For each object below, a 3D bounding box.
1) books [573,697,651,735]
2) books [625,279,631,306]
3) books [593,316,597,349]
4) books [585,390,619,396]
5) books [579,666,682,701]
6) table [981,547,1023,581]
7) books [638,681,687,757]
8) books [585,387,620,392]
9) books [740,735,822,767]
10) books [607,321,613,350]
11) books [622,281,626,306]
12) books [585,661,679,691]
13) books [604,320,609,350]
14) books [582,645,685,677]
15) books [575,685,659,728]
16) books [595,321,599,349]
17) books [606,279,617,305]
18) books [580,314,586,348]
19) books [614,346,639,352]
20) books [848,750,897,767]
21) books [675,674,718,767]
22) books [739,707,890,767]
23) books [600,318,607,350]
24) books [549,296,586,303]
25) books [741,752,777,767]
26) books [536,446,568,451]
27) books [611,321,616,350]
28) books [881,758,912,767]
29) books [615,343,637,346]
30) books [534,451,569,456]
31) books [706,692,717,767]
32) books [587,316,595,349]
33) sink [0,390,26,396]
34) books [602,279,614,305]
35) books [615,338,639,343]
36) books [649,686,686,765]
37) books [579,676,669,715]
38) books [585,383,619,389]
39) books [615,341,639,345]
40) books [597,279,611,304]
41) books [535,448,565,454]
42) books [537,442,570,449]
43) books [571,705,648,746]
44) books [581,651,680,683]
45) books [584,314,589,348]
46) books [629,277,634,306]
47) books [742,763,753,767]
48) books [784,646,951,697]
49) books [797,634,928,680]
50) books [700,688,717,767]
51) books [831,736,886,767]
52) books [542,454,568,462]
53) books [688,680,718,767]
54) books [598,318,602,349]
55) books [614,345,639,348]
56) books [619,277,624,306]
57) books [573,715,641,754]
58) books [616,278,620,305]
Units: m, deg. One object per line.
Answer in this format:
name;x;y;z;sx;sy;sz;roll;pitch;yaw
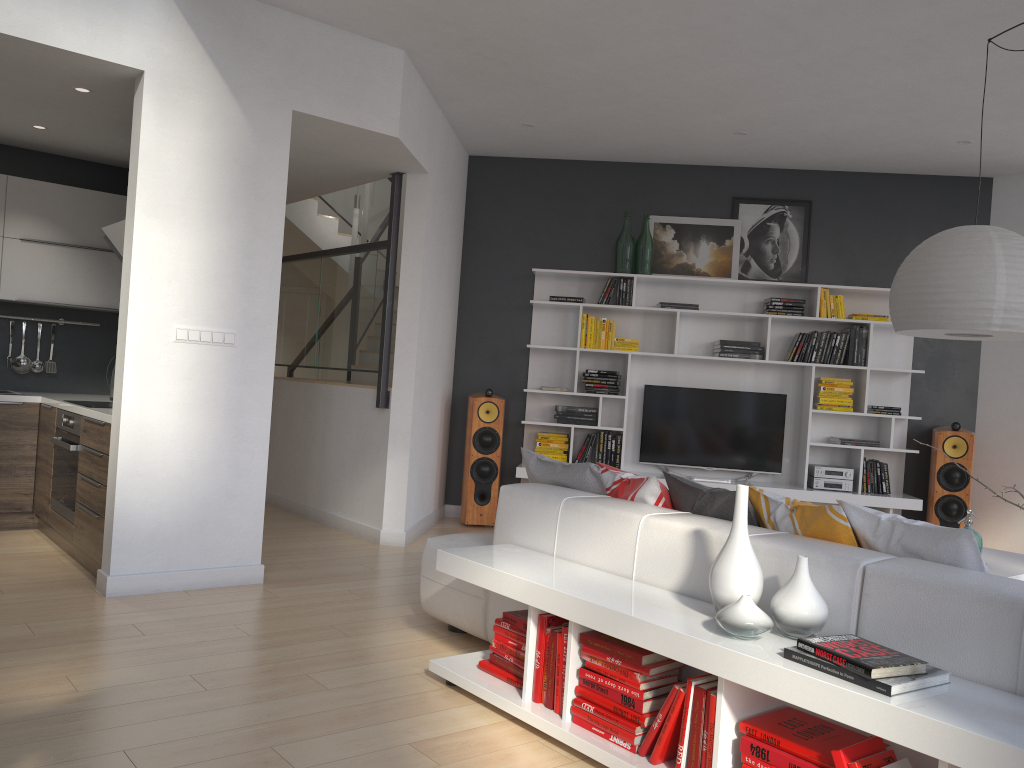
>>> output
books;0.351;1.022;2.777;0.187;0.026;0.266;4;0;-39
books;0.916;-0.713;7.021;0.038;0.218;0.169;4;0;6
books;0.661;-0.402;7.062;0.015;0.263;0.199;4;0;6
books;0.713;0.069;7.033;0.263;0.026;0.189;4;0;5
books;0.371;0.927;2.793;0.191;0.027;0.261;4;0;-43
table;2.024;1.056;4.486;1.091;0.435;1.091;4;0;-39
books;0.491;0.978;2.617;0.188;0.247;0.144;4;0;-38
books;0.716;0.044;7.034;0.270;0.025;0.189;4;0;5
books;0.774;0.969;2.314;0.206;0.039;0.279;4;0;-40
books;0.778;-0.381;7.043;0.024;0.234;0.172;4;0;6
books;0.886;-0.707;7.024;0.021;0.200;0.147;4;0;6
books;0.375;0.902;2.783;0.178;0.023;0.236;4;0;-39
books;0.755;-0.385;7.049;0.023;0.239;0.169;4;0;6
books;0.380;0.854;2.784;0.187;0.026;0.266;4;0;-44
books;0.384;0.997;2.796;0.227;0.032;0.301;4;0;-39
books;0.676;-0.383;7.039;0.024;0.229;0.156;4;0;6
books;0.790;-0.719;7.033;0.074;0.212;0.154;4;0;5
books;0.568;-0.413;7.056;0.029;0.270;0.204;4;0;6
books;0.904;-0.272;7.018;0.190;0.033;0.147;4;0;6
books;0.901;1.017;2.105;0.171;0.232;0.148;4;0;-37
books;0.552;0.968;2.531;0.199;0.282;0.046;4;0;-39
books;0.792;0.934;2.335;0.227;0.032;0.301;4;0;-39
books;0.726;-0.393;7.050;0.035;0.250;0.185;4;0;6
books;0.444;-0.661;7.062;0.268;0.046;0.208;4;0;10
books;0.761;1.001;2.302;0.191;0.027;0.261;4;0;-35
books;0.323;0.513;7.117;0.251;0.019;0.180;4;0;6
books;0.805;-0.379;7.044;0.024;0.234;0.172;4;0;6
books;0.935;1.025;2.062;0.188;0.223;0.186;4;0;-38
books;0.900;-0.308;7.003;0.169;0.018;0.113;4;0;8
books;0.318;0.552;7.120;0.263;0.015;0.198;4;0;9
books;0.605;0.977;2.451;0.181;0.269;0.028;4;0;-39
books;0.630;-0.402;7.063;0.044;0.255;0.198;4;0;6
sink;-3.466;0.012;5.594;0.626;0.518;0.512;4;0;-39
books;0.763;-0.721;7.048;0.087;0.214;0.171;4;0;7
books;0.908;-0.344;7.030;0.186;0.026;0.138;4;0;6
books;0.512;0.980;2.580;0.192;0.245;0.115;4;0;-39
books;0.383;0.961;2.802;0.206;0.039;0.279;4;0;-38
books;0.713;0.016;7.053;0.266;0.030;0.209;4;0;5
books;0.909;-0.323;7.017;0.187;0.014;0.134;4;0;6
books;0.731;-0.724;7.046;0.096;0.213;0.166;4;0;5
books;0.307;0.533;7.100;0.228;0.024;0.152;4;0;10
books;0.336;0.487;7.113;0.250;0.035;0.185;4;0;9
books;0.348;1.049;2.773;0.188;0.030;0.282;4;0;-37
books;0.372;0.879;2.803;0.182;0.025;0.257;4;0;-39
books;0.596;-0.411;7.062;0.025;0.270;0.213;4;0;6
books;0.944;-0.718;7.011;0.019;0.230;0.174;4;0;6
books;0.750;1.025;2.307;0.178;0.023;0.236;4;0;-39
books;0.875;0.696;2.197;0.245;0.026;0.300;4;0;-34
books;0.857;0.668;2.182;0.188;0.027;0.238;4;0;-25
books;0.600;0.979;2.482;0.188;0.266;0.028;4;0;-39
books;0.877;1.006;2.146;0.192;0.248;0.134;4;0;-39
books;0.317;0.582;7.105;0.255;0.044;0.198;4;0;6
books;0.588;0.975;2.511;0.215;0.270;0.038;4;0;-39
books;0.699;-0.395;7.055;0.019;0.251;0.180;4;0;6
books;0.906;-0.294;7.022;0.196;0.011;0.148;4;0;6
books;0.864;-0.723;7.031;0.025;0.232;0.176;4;0;6
books;0.357;1.079;2.786;0.200;0.029;0.274;4;0;-39
books;0.838;-0.718;7.029;0.021;0.221;0.156;4;0;6
